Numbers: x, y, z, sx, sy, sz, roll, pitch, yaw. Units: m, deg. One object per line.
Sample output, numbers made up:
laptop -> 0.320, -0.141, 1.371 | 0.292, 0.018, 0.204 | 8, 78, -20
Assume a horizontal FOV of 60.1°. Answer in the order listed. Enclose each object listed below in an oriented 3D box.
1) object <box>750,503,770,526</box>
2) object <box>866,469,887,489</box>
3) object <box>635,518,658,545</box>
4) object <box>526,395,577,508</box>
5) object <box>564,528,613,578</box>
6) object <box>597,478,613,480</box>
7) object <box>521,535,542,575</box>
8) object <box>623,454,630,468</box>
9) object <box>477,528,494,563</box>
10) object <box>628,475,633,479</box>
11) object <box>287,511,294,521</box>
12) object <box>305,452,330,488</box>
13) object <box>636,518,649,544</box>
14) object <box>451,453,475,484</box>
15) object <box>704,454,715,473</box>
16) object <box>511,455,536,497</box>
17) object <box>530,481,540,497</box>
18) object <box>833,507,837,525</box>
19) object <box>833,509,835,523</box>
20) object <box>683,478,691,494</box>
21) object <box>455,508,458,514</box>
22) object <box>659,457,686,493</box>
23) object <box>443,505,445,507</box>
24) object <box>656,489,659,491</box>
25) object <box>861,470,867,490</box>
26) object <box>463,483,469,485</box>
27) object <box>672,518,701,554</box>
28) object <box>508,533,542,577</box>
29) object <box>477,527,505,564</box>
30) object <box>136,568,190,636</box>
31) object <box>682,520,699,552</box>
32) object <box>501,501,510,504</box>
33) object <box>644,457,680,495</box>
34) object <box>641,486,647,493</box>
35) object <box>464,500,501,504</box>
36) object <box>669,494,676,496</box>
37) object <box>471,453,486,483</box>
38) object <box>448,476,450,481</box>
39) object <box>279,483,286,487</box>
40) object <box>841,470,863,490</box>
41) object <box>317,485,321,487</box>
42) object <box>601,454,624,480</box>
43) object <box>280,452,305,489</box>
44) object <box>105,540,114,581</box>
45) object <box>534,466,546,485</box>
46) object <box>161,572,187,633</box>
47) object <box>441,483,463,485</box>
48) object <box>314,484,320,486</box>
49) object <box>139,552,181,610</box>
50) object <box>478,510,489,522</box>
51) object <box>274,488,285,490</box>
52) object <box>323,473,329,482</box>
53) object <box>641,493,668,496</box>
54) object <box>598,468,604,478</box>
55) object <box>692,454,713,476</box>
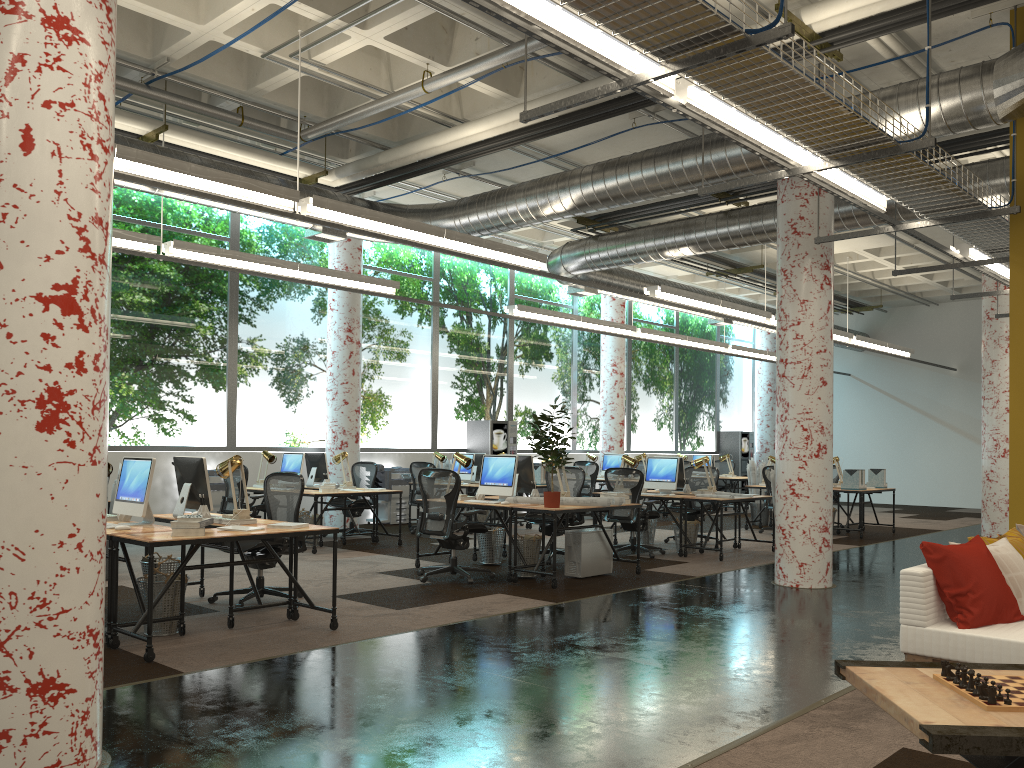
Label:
object -> 4.369, 2.295, 15.594 | 0.353, 0.398, 0.354 | 1, -2, -2
object -> 5.897, 1.532, 14.313 | 0.281, 0.302, 0.150 | -2, -3, 43
object -> 1.844, 1.993, 12.230 | 0.359, 0.434, 0.353 | -1, -3, 39
object -> 0.359, 0.633, 8.394 | 0.514, 1.076, 0.439 | 0, -2, 34
object -> 0.798, 1.728, 9.114 | 0.221, 0.454, 0.542 | -1, -3, 43
object -> 1.768, 1.801, 16.771 | 0.439, 0.017, 0.119 | -3, -6, 43
object -> 0.190, 1.732, 8.990 | 0.235, 0.403, 0.120 | -1, -2, 43
object -> 2.108, 1.624, 17.486 | 0.484, 0.485, 0.190 | -2, -3, 43
object -> -0.294, 1.787, 9.833 | 0.235, 0.403, 0.120 | -1, -2, 43
object -> 2.313, 1.745, 17.210 | 0.101, 0.209, 0.101 | 1, -2, -2
object -> -3.060, 1.960, 12.398 | 0.235, 0.403, 0.120 | -1, -2, 43
object -> -2.725, 1.192, 12.273 | 0.484, 0.485, 0.190 | -2, -3, 43
object -> 1.786, 2.002, 12.175 | 0.235, 0.403, 0.120 | -1, -2, 43
object -> -0.989, 1.712, 14.194 | 1.078, 1.207, 0.191 | -2, -2, 43
object -> 4.316, 1.821, 19.868 | 0.484, 0.485, 0.190 | -2, -3, 43
object -> 0.041, 1.019, 9.708 | 0.484, 0.485, 0.190 | -2, -3, 43
object -> 0.246, 1.139, 9.432 | 0.101, 0.209, 0.101 | 1, -2, -2
object -> 4.990, 2.167, 14.129 | 0.359, 0.434, 0.353 | -1, -3, 39
object -> 5.047, 2.185, 14.183 | 0.235, 0.403, 0.120 | -1, -2, 43
object -> 2.326, 1.354, 11.774 | 0.101, 0.209, 0.101 | 1, -2, -2
object -> -0.936, 2.150, 14.688 | 0.235, 0.403, 0.120 | -1, -2, 43
object -> 2.121, 1.233, 12.051 | 0.484, 0.485, 0.190 | -2, -3, 43
object -> -1.132, 2.205, 15.256 | 0.353, 0.398, 0.353 | 2, -3, -28
object -> 2.052, 1.486, 12.420 | 0.059, 0.029, 0.106 | -3, -5, 44
object -> 5.310, 1.480, 13.680 | 0.281, 0.302, 0.150 | -2, -3, 43
object -> -0.706, 1.539, 13.620 | 0.059, 0.029, 0.106 | -3, -5, 44
object -> 2.213, 1.929, 11.278 | 0.359, 0.434, 0.353 | -1, -3, 39
object -> 0.132, 1.714, 8.936 | 0.359, 0.434, 0.353 | -1, -3, 39
object -> -0.236, 1.778, 9.887 | 0.359, 0.434, 0.353 | -1, -3, 39
object -> -2.424, 1.505, 6.137 | 0.359, 0.434, 0.353 | -1, -3, 39
object -> 2.270, 1.947, 11.332 | 0.235, 0.403, 0.120 | -1, -2, 43
object -> -0.064, 1.176, 8.765 | 0.059, 0.029, 0.106 | -3, -5, 44
object -> 1.954, 1.191, 11.485 | 0.484, 0.485, 0.190 | -2, -3, 43
object -> 1.745, 1.346, 11.756 | 0.101, 0.209, 0.101 | 1, -2, -2
object -> -0.299, 1.196, 8.993 | 0.439, 0.017, 0.119 | -3, -6, 43
object -> 2.017, 1.391, 11.107 | 0.059, 0.029, 0.106 | -3, -5, 44
object -> -0.602, 1.382, 14.564 | 0.484, 0.485, 0.190 | -2, -3, 43
object -> -0.978, 1.494, 14.269 | 0.101, 0.209, 0.101 | 1, -2, -2
object -> -3.101, 1.304, 11.979 | 0.101, 0.209, 0.101 | 1, -2, -2
object -> 5.210, 1.471, 13.571 | 0.281, 0.302, 0.150 | -2, -3, 43
object -> -2.558, 1.437, 12.414 | 0.439, 0.017, 0.119 | -3, -6, 43
object -> 1.940, 1.581, 16.921 | 0.484, 0.485, 0.190 | -2, -3, 43
object -> -2.893, 1.149, 11.707 | 0.484, 0.485, 0.190 | -2, -3, 43
object -> -3.964, 1.684, 8.475 | 0.353, 0.398, 0.354 | 1, -2, -2
object -> 0.397, 1.443, 13.975 | 0.281, 0.302, 0.150 | -2, -3, 43
object -> -2.367, 1.523, 6.191 | 0.235, 0.403, 0.120 | -1, -2, 43
object -> -0.942, 1.559, 13.848 | 0.439, 0.017, 0.119 | -3, -6, 43
object -> -2.794, 1.444, 12.643 | 0.059, 0.029, 0.106 | -3, -5, 44
object -> -2.793, 1.569, 7.088 | 0.359, 0.434, 0.353 | -1, -3, 39
object -> -0.453, 2.095, 13.845 | 0.235, 0.403, 0.120 | -1, -2, 43
object -> -3.065, 1.369, 11.558 | 0.439, 0.017, 0.119 | -3, -6, 43
object -> -2.520, 1.312, 11.997 | 0.101, 0.209, 0.101 | 1, -2, -2
object -> 1.781, 1.411, 11.335 | 0.439, 0.017, 0.119 | -3, -6, 43
object -> 1.732, 1.736, 17.192 | 0.101, 0.209, 0.101 | 1, -2, -2
object -> 4.148, 1.779, 19.302 | 0.484, 0.485, 0.190 | -2, -3, 43
